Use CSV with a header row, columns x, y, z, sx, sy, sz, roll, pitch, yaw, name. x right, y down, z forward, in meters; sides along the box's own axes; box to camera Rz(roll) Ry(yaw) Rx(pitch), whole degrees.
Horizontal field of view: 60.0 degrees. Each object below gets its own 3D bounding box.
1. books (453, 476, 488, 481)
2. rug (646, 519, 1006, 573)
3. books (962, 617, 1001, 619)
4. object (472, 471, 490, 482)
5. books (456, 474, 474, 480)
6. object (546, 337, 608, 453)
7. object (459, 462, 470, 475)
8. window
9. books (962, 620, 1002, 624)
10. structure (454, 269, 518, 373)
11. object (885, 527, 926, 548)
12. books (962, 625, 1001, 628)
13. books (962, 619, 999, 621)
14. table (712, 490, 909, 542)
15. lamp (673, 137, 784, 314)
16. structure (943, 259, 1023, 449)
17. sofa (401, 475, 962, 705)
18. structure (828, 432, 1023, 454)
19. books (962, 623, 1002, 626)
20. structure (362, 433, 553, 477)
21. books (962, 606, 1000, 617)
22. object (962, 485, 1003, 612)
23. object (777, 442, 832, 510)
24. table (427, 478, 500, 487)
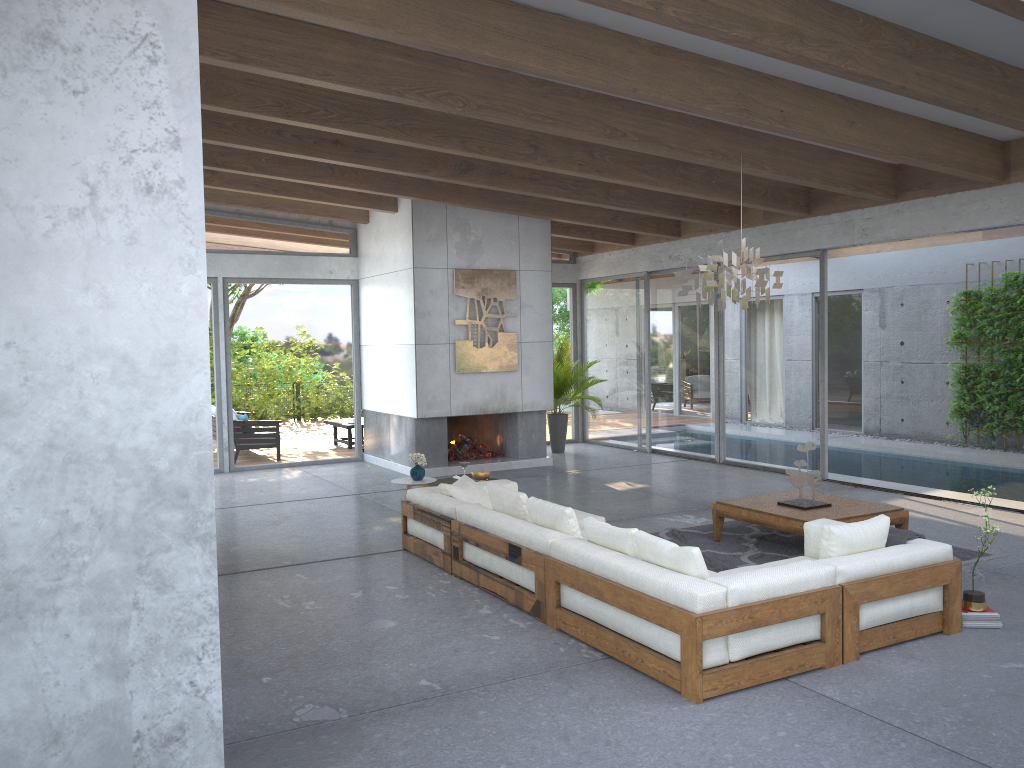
x,y,z,sx,sy,sz,roll,pitch,yaw,name
-0.393,0.886,8.351,0.220,0.015,0.303,-3,3,-29,books
1.893,1.324,7.025,3.186,0.056,2.187,-3,3,-28,rug
2.755,1.359,5.317,0.219,0.012,0.286,-1,3,6,books
-0.284,0.854,8.135,0.173,0.097,0.173,1,4,41,object
-0.386,0.873,8.352,0.205,0.012,0.290,-2,3,-23,books
0.701,0.147,13.698,1.484,1.819,1.798,-2,3,-22,object
-0.423,0.808,7.930,0.099,0.212,0.099,-1,3,2,object
2.425,-0.520,6.857,14.294,3.764,23.280,-3,3,-29,window
2.754,1.384,5.312,0.219,0.012,0.286,-1,3,6,books
-0.342,-0.832,11.699,0.919,1.351,0.041,-3,3,-29,structure
2.181,1.231,5.359,0.857,0.704,0.472,-3,3,-32,object
2.755,1.408,5.314,0.219,0.012,0.286,-1,3,6,books
2.749,1.371,5.325,0.219,0.012,0.286,-1,3,6,books
2.410,1.158,7.238,1.048,0.352,1.112,-3,3,-29,table
1.554,-1.220,6.567,0.862,1.400,0.636,0,3,18,lamp
6.992,-0.215,8.324,2.739,2.687,10.282,-2,3,-12,structure
0.831,1.104,6.266,1.965,0.777,3.733,-3,3,-29,sofa
7.559,0.998,12.122,0.477,0.068,13.673,-3,3,-29,structure
2.757,1.396,5.308,0.219,0.012,0.286,-1,3,6,books
-0.848,0.844,12.764,2.012,0.595,2.203,-3,3,-29,structure
2.751,1.346,5.320,0.219,0.012,0.286,-1,3,6,books
2.771,0.968,5.224,0.171,0.750,0.238,-1,3,-7,object
2.368,0.724,7.225,0.346,0.518,0.379,-3,3,-29,object
-0.429,1.126,8.141,0.725,0.441,0.725,0,3,23,table
